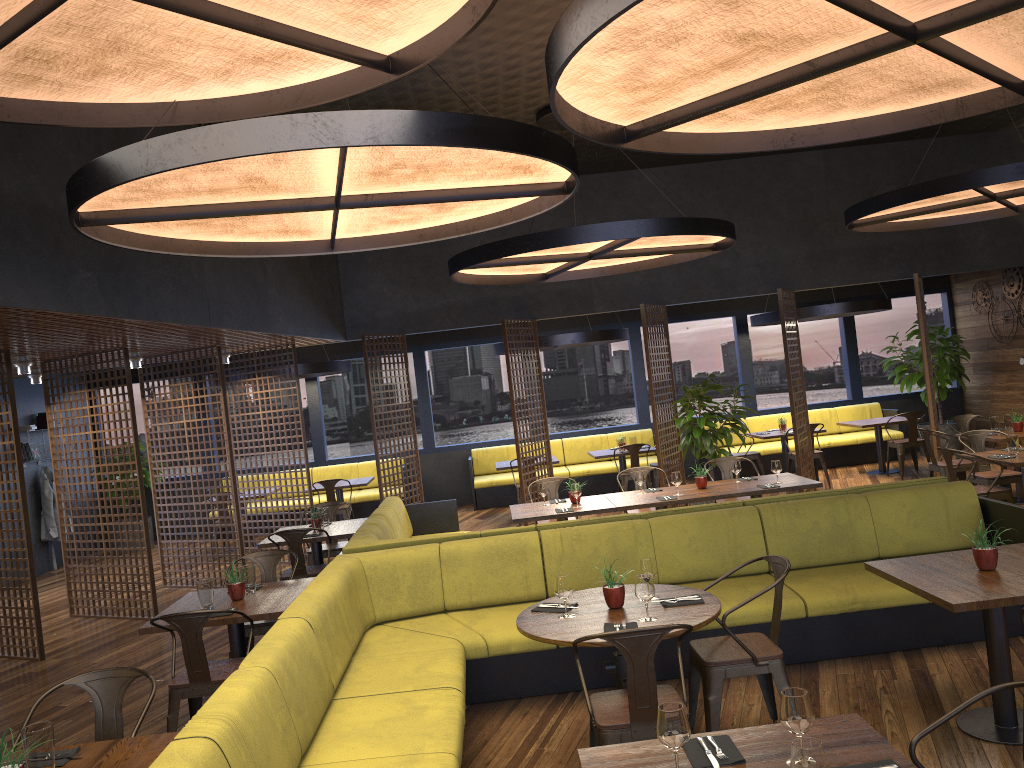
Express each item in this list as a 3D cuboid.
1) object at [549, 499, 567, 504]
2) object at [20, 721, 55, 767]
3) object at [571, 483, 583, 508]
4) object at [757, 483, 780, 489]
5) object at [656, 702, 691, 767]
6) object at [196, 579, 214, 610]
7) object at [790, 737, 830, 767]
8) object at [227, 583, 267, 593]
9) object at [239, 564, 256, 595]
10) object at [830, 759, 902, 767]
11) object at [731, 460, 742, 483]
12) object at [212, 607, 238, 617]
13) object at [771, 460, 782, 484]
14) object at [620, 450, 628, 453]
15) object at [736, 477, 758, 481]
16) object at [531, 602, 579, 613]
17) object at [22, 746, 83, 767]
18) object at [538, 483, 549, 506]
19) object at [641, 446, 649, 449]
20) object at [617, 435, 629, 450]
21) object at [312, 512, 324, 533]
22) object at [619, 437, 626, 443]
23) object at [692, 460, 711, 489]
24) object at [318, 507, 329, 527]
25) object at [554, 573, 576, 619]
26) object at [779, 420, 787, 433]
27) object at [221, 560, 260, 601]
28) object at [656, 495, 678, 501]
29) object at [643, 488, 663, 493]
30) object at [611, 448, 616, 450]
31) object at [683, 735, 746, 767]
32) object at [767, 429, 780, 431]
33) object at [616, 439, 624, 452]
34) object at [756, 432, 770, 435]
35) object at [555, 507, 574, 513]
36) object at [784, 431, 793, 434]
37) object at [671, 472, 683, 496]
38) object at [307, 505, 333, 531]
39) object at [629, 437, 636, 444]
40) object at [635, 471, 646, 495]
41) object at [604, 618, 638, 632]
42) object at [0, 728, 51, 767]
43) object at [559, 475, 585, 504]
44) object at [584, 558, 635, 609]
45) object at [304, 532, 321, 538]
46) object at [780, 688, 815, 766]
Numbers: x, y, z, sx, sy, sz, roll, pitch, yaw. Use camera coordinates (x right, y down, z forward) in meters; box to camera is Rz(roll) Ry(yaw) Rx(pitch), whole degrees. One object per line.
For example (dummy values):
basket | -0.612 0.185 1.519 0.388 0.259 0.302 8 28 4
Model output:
object | 0.434 1.105 8.366 0.157 0.019 0.255 -6 0 -1
object | -1.633 1.274 3.068 0.102 0.178 0.102 -7 0 -16
object | 0.576 0.995 7.918 0.097 0.206 0.097 -6 0 44
object | 2.263 0.899 7.855 0.157 0.019 0.255 -6 0 -1
object | 0.466 1.026 2.540 0.097 0.206 0.097 -7 0 -10
object | -1.873 1.293 5.427 0.102 0.178 0.102 -7 0 -16
object | 0.746 0.995 2.210 0.097 0.206 0.097 -7 0 -10
object | -1.761 1.359 5.924 0.255 0.019 0.157 -6 0 -2
object | -1.714 1.274 5.767 0.102 0.178 0.102 -7 0 -16
object | 0.948 1.066 2.415 0.255 0.019 0.157 -6 0 -1
object | 2.100 0.821 8.302 0.097 0.206 0.097 -6 0 44
object | -1.774 1.362 5.285 0.255 0.019 0.157 -6 0 -2
object | 2.381 0.790 7.972 0.097 0.206 0.097 -6 0 44
object | 1.617 0.953 12.562 0.255 0.019 0.157 -6 0 -2
object | 2.239 0.899 8.420 0.157 0.019 0.255 -6 0 -1
object | 0.238 1.140 4.541 0.255 0.019 0.157 -6 0 31
object | -1.680 1.359 3.225 0.255 0.019 0.157 -6 0 -2
object | 0.295 1.026 8.248 0.097 0.206 0.097 -6 0 44
object | 1.917 0.918 12.878 0.157 0.019 0.255 -6 0 -2
object | 1.600 0.827 12.895 0.238 0.271 0.260 -6 0 20
object | -1.776 1.273 8.153 0.102 0.178 0.102 -6 0 4
object | 1.636 0.869 13.068 0.102 0.178 0.102 -7 0 -16
object | 1.727 0.828 8.167 0.238 0.271 0.260 -6 0 20
object | -1.795 1.274 8.474 0.102 0.178 0.102 -6 0 14
object | 0.258 1.043 4.370 0.097 0.206 0.097 -6 0 40
object | 3.916 0.611 12.788 0.102 0.178 0.102 -7 0 -16
object | -1.746 1.231 5.623 0.260 0.271 0.238 -6 0 0
object | 1.361 1.001 7.828 0.157 0.019 0.255 -6 0 -1
object | 1.336 1.002 8.393 0.157 0.019 0.255 -6 0 -1
object | 1.590 0.954 13.225 0.255 0.019 0.157 -6 0 -2
object | 0.605 1.104 2.658 0.157 0.019 0.255 -6 0 -1
object | 3.953 0.685 13.294 0.255 0.019 0.157 -6 0 -2
object | 1.552 0.879 12.719 0.102 0.178 0.102 -7 0 -16
object | 3.666 0.719 12.979 0.157 0.019 0.255 -6 0 -2
object | 0.458 1.104 7.801 0.157 0.019 0.255 -6 0 -1
object | 3.980 0.684 12.631 0.255 0.019 0.157 -6 0 -2
object | 1.478 0.893 7.945 0.097 0.206 0.097 -6 0 44
object | -1.826 1.231 8.298 0.260 0.271 0.238 -6 0 0
object | 1.752 0.856 12.821 0.102 0.178 0.102 -7 0 -16
object | 1.198 0.924 8.275 0.097 0.206 0.097 -6 0 44
object | 0.497 1.112 4.056 0.157 0.019 0.255 -6 0 5
object | -1.677 1.232 2.900 0.238 0.271 0.260 -6 0 20
object | 0.560 0.961 8.133 0.238 0.271 0.260 -6 0 20
object | 0.493 0.981 4.427 0.238 0.271 0.260 -6 0 20
object | -1.855 1.362 7.992 0.255 0.019 0.157 -6 0 -2
object | 0.821 0.986 2.544 0.097 0.206 0.097 -6 0 -1
